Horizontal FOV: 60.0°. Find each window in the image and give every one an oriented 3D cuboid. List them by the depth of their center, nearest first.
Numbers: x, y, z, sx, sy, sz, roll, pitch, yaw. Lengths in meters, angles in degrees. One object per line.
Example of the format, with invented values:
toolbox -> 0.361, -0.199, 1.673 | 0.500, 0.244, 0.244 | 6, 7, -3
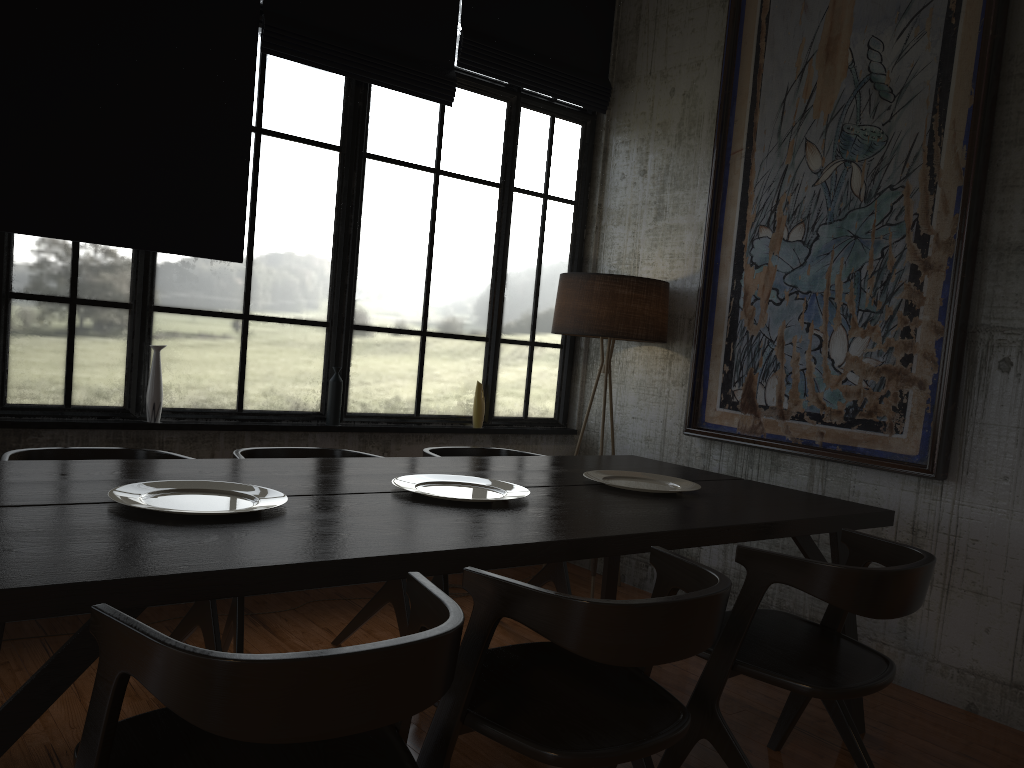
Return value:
window -> -0.922, -1.422, 5.295 | 3.814, 3.443, 0.050 | 3, 5, -38

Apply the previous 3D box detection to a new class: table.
table -> -0.294, 0.908, 3.438 | 3.705, 1.008, 1.634 | 3, 4, -38

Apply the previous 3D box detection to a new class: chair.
chair -> -0.547, 0.957, 1.991 | 0.879, 0.995, 0.767 | 2, 5, -38
chair -> 0.159, 0.996, 2.551 | 0.879, 0.995, 0.767 | 2, 5, -39
chair -> 1.015, 1.046, 3.175 | 0.879, 0.995, 0.767 | 2, 5, -42
chair -> -1.611, 0.794, 3.468 | 0.879, 0.995, 0.767 | 2, 5, -39
chair -> -0.905, 0.833, 4.028 | 0.879, 0.995, 0.767 | 2, 5, -38
chair -> -0.113, 0.877, 4.666 | 0.879, 0.995, 0.767 | 2, 5, -39

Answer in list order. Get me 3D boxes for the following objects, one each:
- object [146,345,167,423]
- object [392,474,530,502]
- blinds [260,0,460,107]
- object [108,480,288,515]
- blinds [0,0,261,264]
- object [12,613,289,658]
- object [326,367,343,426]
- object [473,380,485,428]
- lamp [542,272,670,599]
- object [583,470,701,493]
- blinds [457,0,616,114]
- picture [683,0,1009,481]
object -> -1.871, -0.001, 4.653 | 0.082, 0.411, 0.082 | 6, 4, 12
object -> -0.193, 0.401, 3.370 | 0.527, 0.025, 0.525 | 4, 3, -28
blinds -> -0.797, -2.459, 5.114 | 1.255, 1.401, 0.051 | 2, 5, -38
object -> -0.968, 0.357, 2.756 | 0.527, 0.025, 0.525 | 4, 3, -28
blinds -> -1.839, -1.950, 4.400 | 1.216, 2.540, 0.034 | 2, 5, -38
object -> 3.925, 1.480, 3.408 | 20.844, 0.659, 8.745 | 3, 3, -38
object -> -1.058, 0.075, 5.297 | 0.080, 0.353, 0.080 | 5, 4, -7
object -> -0.220, 0.136, 5.959 | 0.073, 0.319, 0.074 | 6, 4, 14
lamp -> 0.570, 0.343, 5.814 | 0.753, 2.061, 0.750 | 3, 5, -26
object -> 0.582, 0.444, 3.984 | 0.527, 0.025, 0.525 | 4, 3, -28
blinds -> 0.226, -2.530, 5.906 | 1.297, 1.144, 0.052 | 3, 5, -38
picture -> 1.765, -1.146, 4.904 | 0.142, 3.127, 1.650 | 2, 5, -38
